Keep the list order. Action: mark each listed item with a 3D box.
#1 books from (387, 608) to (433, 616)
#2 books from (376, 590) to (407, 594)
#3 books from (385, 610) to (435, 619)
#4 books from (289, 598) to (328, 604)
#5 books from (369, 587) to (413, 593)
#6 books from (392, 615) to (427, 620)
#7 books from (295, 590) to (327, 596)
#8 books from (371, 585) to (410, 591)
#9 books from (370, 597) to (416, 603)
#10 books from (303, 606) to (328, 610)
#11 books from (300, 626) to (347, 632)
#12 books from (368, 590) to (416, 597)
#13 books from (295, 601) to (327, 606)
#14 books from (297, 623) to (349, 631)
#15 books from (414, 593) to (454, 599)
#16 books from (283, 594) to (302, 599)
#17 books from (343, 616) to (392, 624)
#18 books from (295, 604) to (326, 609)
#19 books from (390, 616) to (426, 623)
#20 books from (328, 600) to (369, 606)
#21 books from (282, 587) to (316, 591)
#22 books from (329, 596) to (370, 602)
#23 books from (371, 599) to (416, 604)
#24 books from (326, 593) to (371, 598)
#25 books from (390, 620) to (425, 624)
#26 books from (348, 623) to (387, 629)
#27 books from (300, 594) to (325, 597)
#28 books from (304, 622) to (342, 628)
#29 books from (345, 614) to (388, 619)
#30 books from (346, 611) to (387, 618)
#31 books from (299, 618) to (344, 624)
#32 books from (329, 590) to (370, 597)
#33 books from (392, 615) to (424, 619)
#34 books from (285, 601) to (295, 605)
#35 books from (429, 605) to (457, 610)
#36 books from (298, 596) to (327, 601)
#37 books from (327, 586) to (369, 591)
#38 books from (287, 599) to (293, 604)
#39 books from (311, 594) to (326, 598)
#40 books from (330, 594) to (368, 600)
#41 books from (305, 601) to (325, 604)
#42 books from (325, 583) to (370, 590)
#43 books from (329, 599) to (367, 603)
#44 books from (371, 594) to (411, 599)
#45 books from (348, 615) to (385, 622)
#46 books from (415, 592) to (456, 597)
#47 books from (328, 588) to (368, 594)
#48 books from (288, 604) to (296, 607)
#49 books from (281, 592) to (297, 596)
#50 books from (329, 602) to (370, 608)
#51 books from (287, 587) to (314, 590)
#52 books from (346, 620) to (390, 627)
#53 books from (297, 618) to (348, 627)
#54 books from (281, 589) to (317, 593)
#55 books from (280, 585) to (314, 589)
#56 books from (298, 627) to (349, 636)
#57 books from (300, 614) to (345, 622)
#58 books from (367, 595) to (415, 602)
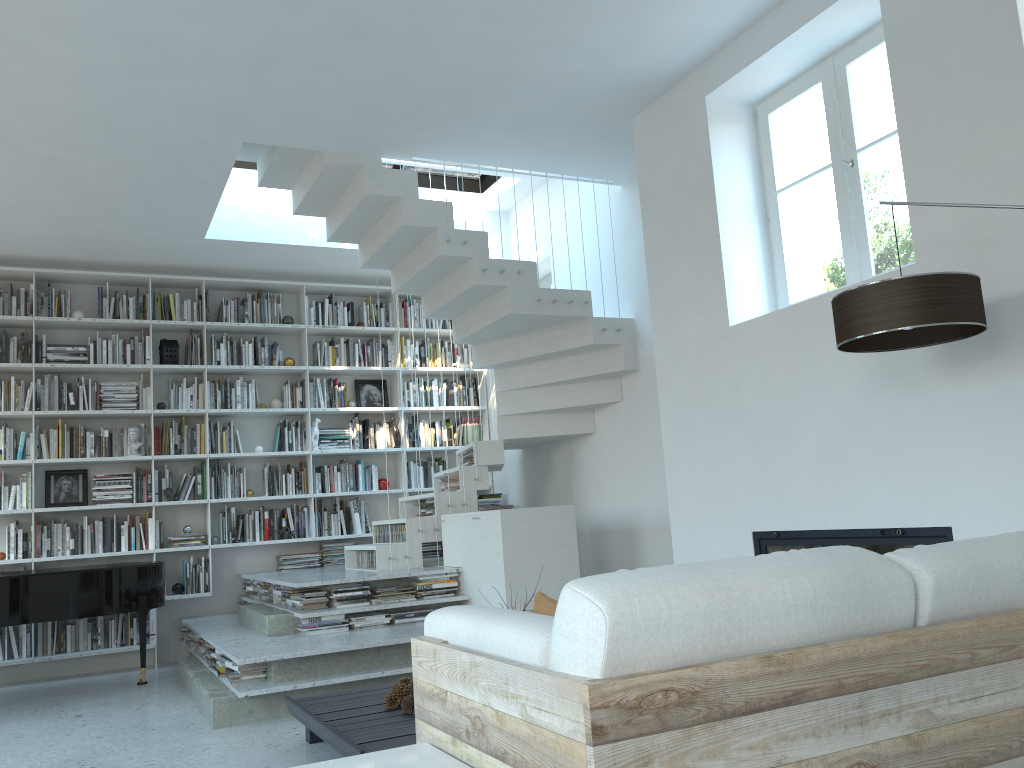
[{"bbox_3d":[-0.667,1.468,5.720,0.275,0.009,0.177,0,-9,-26],"label":"books"},{"bbox_3d":[-0.799,1.361,5.815,0.179,0.010,0.160,0,-9,-24],"label":"books"},{"bbox_3d":[-0.656,1.480,5.714,0.287,0.018,0.190,0,-10,-27],"label":"books"},{"bbox_3d":[-1.302,1.384,5.676,0.184,0.014,0.297,0,-10,-27],"label":"books"},{"bbox_3d":[-0.798,1.349,5.812,0.245,0.013,0.173,0,-10,-27],"label":"books"},{"bbox_3d":[-0.658,1.501,5.718,0.254,0.005,0.161,1,-10,-30],"label":"books"},{"bbox_3d":[-1.290,1.339,5.689,0.149,0.014,0.229,0,-10,-28],"label":"books"},{"bbox_3d":[-0.796,1.336,5.807,0.203,0.011,0.173,1,-10,-31],"label":"books"},{"bbox_3d":[-0.791,1.410,5.798,0.287,0.005,0.165,-1,-9,-21],"label":"books"},{"bbox_3d":[-1.278,1.429,5.680,0.144,0.009,0.250,0,-9,-26],"label":"books"},{"bbox_3d":[-1.171,1.503,5.473,0.264,0.006,0.165,0,-9,-25],"label":"books"},{"bbox_3d":[-0.789,1.369,5.793,0.273,0.014,0.188,1,-10,-31],"label":"books"},{"bbox_3d":[-1.288,1.403,5.679,0.152,0.015,0.208,1,-10,-29],"label":"books"},{"bbox_3d":[-1.171,1.496,5.474,0.285,0.008,0.160,0,-10,-28],"label":"books"},{"bbox_3d":[-0.523,1.414,5.930,0.220,0.011,0.178,0,-10,-28],"label":"books"},{"bbox_3d":[-1.420,1.413,5.926,0.177,0.026,0.230,0,-9,-26],"label":"books"},{"bbox_3d":[-0.917,1.491,5.600,0.272,0.012,0.159,0,-10,-28],"label":"books"},{"bbox_3d":[-1.293,1.417,5.674,0.161,0.014,0.212,-1,-9,-22],"label":"books"},{"bbox_3d":[-0.655,1.511,5.712,0.250,0.018,0.177,0,-9,-23],"label":"books"},{"bbox_3d":[-1.050,1.401,5.691,0.227,0.012,0.148,0,-10,-28],"label":"books"},{"bbox_3d":[-1.424,1.369,5.931,0.171,0.007,0.261,0,-10,-28],"label":"books"},{"bbox_3d":[-1.044,1.373,5.678,0.215,0.013,0.189,0,-10,-27],"label":"books"},{"bbox_3d":[-0.790,1.416,5.797,0.291,0.007,0.174,0,-9,-23],"label":"books"},{"bbox_3d":[-1.051,1.353,5.693,0.260,0.009,0.153,0,-9,-23],"label":"books"},{"bbox_3d":[-0.663,1.528,5.728,0.249,0.009,0.144,0,-10,-27],"label":"books"},{"bbox_3d":[-0.916,1.524,5.599,0.208,0.015,0.153,0,-10,-28],"label":"books"},{"bbox_3d":[-1.286,1.350,5.689,0.132,0.009,0.269,-1,-9,-22],"label":"books"},{"bbox_3d":[-1.169,1.481,5.470,0.210,0.012,0.168,-1,-9,-22],"label":"books"},{"bbox_3d":[-0.921,1.466,5.608,0.242,0.005,0.153,0,-9,-25],"label":"books"},{"bbox_3d":[-0.922,1.457,5.611,0.220,0.013,0.149,0,-10,-27],"label":"books"},{"bbox_3d":[-1.178,1.461,5.488,0.257,0.010,0.132,-1,-9,-22],"label":"books"},{"bbox_3d":[-1.043,1.338,5.676,0.230,0.015,0.190,-1,-9,-21],"label":"books"},{"bbox_3d":[-0.666,1.497,5.735,0.273,0.009,0.129,0,-9,-23],"label":"books"},{"bbox_3d":[-1.413,1.457,5.921,0.154,0.007,0.293,0,-9,-23],"label":"books"},{"bbox_3d":[-0.430,1.478,5.857,0.215,0.007,0.131,0,-9,-24],"label":"books"},{"bbox_3d":[-1.281,1.371,5.688,0.137,0.012,0.243,0,-9,-25],"label":"books"},{"bbox_3d":[-1.053,1.311,5.695,0.228,0.009,0.159,1,-10,-30],"label":"books"},{"bbox_3d":[-1.410,1.440,5.926,0.155,0.028,0.190,0,-9,-25],"label":"books"},{"bbox_3d":[-1.262,1.360,5.700,0.091,0.011,0.190,0,-10,-28],"label":"books"},{"bbox_3d":[-1.049,1.363,5.689,0.210,0.012,0.168,0,-9,-25],"label":"books"},{"bbox_3d":[-1.283,1.393,5.683,0.134,0.006,0.227,-1,-9,-22],"label":"books"},{"bbox_3d":[-1.062,1.302,5.715,0.261,0.016,0.129,0,-10,-27],"label":"books"},{"bbox_3d":[-1.053,1.389,5.698,0.207,0.012,0.132,1,-10,-30],"label":"books"},{"bbox_3d":[-0.794,1.386,5.805,0.214,0.015,0.177,0,-9,-25],"label":"books"},{"bbox_3d":[-0.923,1.478,5.612,0.211,0.018,0.134,0,-9,-23],"label":"books"},{"bbox_3d":[-0.528,1.406,5.940,0.259,0.009,0.152,1,-10,-29],"label":"books"},{"bbox_3d":[-1.055,1.325,5.701,0.221,0.018,0.154,0,-9,-25],"label":"books"},{"bbox_3d":[-1.409,1.470,5.921,0.142,0.020,0.231,-1,-9,-21],"label":"books"},{"bbox_3d":[-1.426,1.395,5.926,0.187,0.009,0.251,0,-9,-26],"label":"books"},{"bbox_3d":[-1.043,1.412,5.677,0.216,0.015,0.178,0,-10,-28],"label":"books"},{"bbox_3d":[-1.425,1.362,5.932,0.170,0.008,0.208,0,-9,-23],"label":"books"},{"bbox_3d":[-0.911,1.505,5.588,0.232,0.019,0.170,1,-10,-31],"label":"books"},{"bbox_3d":[-1.172,1.470,5.475,0.292,0.012,0.159,0,-9,-23],"label":"books"},{"bbox_3d":[-1.425,1.379,5.929,0.168,0.013,0.282,1,-10,-29],"label":"books"},{"bbox_3d":[-1.439,1.347,5.928,0.189,0.022,0.238,-1,-9,-21],"label":"books"},{"bbox_3d":[-1.161,1.515,5.453,0.262,0.023,0.200,0,-10,-28],"label":"books"},{"bbox_3d":[-1.173,1.441,5.478,0.234,0.025,0.157,1,-10,-31],"label":"books"},{"bbox_3d":[-0.800,1.404,5.817,0.293,0.014,0.134,1,-10,-29],"label":"books"}]
